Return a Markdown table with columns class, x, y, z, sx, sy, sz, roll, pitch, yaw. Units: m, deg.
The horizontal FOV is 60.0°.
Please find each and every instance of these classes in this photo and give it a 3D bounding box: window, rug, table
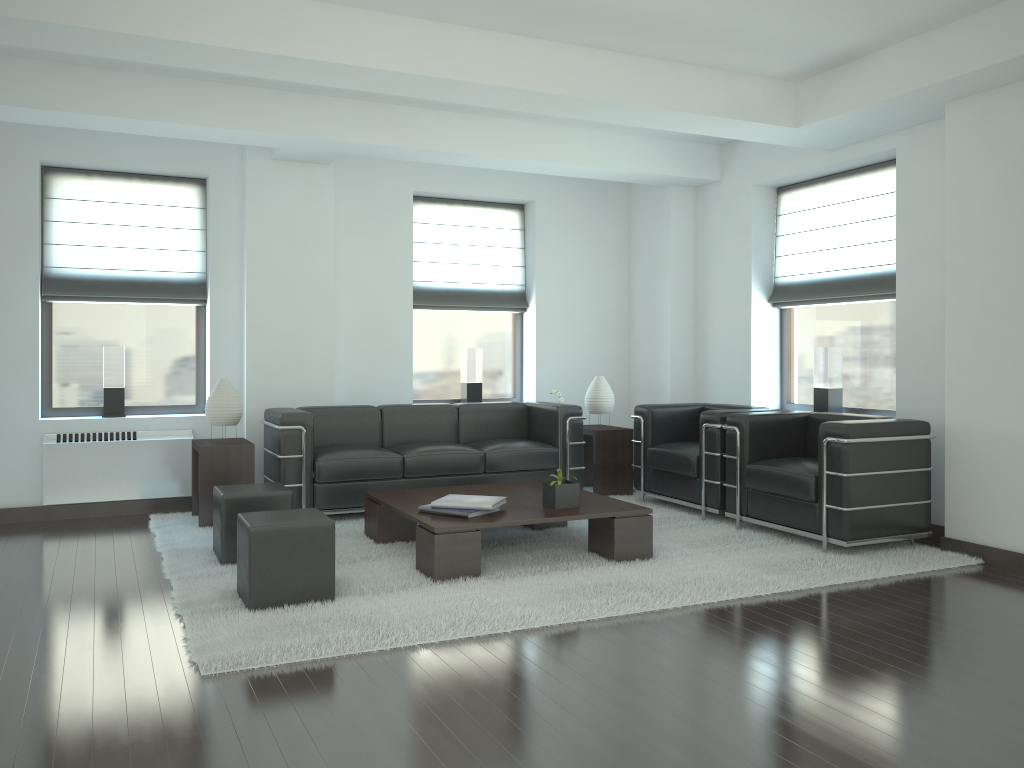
| class | x | y | z | sx | sy | sz | roll | pitch | yaw |
| --- | --- | --- | --- | --- | --- | --- | --- | --- | --- |
| window | -26.699 | -6.174 | 61.380 | 10.372 | 16.664 | 0.889 | 0 | 0 | -25 |
| rug | 0.233 | 8.678 | 51.273 | 38.138 | 0.671 | 31.538 | -1 | 2 | -25 |
| window | 23.200 | -6.102 | 60.495 | 0.889 | 16.663 | 13.008 | 0 | 1 | -25 |
| table | -0.638 | 7.626 | 48.022 | 11.810 | 2.690 | 11.720 | -1 | 2 | -25 |
| window | -4.001 | -6.493 | 71.965 | 10.372 | 16.664 | 0.889 | 0 | 0 | -25 |
| table | -18.205 | 6.204 | 55.710 | 3.209 | 5.153 | 4.796 | 0 | 1 | -25 |
| table | 6.545 | 5.856 | 67.253 | 3.209 | 5.153 | 4.796 | 0 | 1 | -25 |

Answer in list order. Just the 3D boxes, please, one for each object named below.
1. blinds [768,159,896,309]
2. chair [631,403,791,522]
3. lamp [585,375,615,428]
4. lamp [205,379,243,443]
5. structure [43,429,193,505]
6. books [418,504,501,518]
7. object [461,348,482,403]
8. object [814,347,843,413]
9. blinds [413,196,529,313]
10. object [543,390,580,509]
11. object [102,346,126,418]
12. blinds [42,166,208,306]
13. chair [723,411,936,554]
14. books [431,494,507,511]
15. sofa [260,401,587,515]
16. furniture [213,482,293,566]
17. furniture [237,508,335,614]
| class | x | y | z | sx | sy | sz | roll | pitch | yaw |
| --- | --- | --- | --- | --- | --- | --- | --- | --- | --- |
| blinds | 22.279 | -9.918 | 60.047 | 1.355 | 9.004 | 12.954 | 0 | 1 | -25 |
| chair | 13.363 | 5.046 | 59.977 | 6.852 | 7.138 | 10.042 | 0 | 1 | -25 |
| lamp | 6.614 | 1.317 | 66.880 | 2.283 | 3.993 | 2.285 | 0 | 0 | 4 |
| lamp | -18.002 | 1.663 | 55.398 | 2.283 | 3.993 | 2.285 | 0 | 0 | -21 |
| structure | -25.667 | 5.329 | 58.113 | 8.914 | 4.430 | 1.179 | -1 | 0 | -25 |
| books | -2.615 | 6.255 | 44.443 | 3.161 | 0.277 | 2.720 | 1 | 2 | 36 |
| object | -3.239 | -0.487 | 70.729 | 1.455 | 4.733 | 1.483 | 0 | 0 | -25 |
| object | 21.368 | -0.120 | 59.918 | 1.455 | 4.733 | 1.483 | 0 | 0 | -25 |
| blinds | -3.551 | -10.294 | 71.099 | 10.285 | 9.005 | 1.355 | 0 | 0 | -25 |
| object | 2.441 | 3.321 | 46.158 | 1.538 | 6.051 | 2.046 | 0 | 0 | -25 |
| object | -26.831 | -0.155 | 59.726 | 1.455 | 4.733 | 1.483 | 0 | 0 | -25 |
| blinds | -26.241 | -9.975 | 60.517 | 10.285 | 9.005 | 1.355 | 0 | 0 | -25 |
| chair | 17.666 | 5.349 | 50.643 | 6.852 | 7.138 | 10.042 | 0 | 1 | -25 |
| books | -2.128 | 5.970 | 44.703 | 3.160 | 0.277 | 2.720 | 1 | 2 | 16 |
| sofa | -5.652 | 5.030 | 60.001 | 21.206 | 7.137 | 6.854 | -1 | 1 | -25 |
| furniture | -13.513 | 7.166 | 46.114 | 3.586 | 3.532 | 3.676 | 0 | 1 | -25 |
| furniture | -9.737 | 7.429 | 38.030 | 3.586 | 3.532 | 3.676 | 0 | 1 | -25 |
